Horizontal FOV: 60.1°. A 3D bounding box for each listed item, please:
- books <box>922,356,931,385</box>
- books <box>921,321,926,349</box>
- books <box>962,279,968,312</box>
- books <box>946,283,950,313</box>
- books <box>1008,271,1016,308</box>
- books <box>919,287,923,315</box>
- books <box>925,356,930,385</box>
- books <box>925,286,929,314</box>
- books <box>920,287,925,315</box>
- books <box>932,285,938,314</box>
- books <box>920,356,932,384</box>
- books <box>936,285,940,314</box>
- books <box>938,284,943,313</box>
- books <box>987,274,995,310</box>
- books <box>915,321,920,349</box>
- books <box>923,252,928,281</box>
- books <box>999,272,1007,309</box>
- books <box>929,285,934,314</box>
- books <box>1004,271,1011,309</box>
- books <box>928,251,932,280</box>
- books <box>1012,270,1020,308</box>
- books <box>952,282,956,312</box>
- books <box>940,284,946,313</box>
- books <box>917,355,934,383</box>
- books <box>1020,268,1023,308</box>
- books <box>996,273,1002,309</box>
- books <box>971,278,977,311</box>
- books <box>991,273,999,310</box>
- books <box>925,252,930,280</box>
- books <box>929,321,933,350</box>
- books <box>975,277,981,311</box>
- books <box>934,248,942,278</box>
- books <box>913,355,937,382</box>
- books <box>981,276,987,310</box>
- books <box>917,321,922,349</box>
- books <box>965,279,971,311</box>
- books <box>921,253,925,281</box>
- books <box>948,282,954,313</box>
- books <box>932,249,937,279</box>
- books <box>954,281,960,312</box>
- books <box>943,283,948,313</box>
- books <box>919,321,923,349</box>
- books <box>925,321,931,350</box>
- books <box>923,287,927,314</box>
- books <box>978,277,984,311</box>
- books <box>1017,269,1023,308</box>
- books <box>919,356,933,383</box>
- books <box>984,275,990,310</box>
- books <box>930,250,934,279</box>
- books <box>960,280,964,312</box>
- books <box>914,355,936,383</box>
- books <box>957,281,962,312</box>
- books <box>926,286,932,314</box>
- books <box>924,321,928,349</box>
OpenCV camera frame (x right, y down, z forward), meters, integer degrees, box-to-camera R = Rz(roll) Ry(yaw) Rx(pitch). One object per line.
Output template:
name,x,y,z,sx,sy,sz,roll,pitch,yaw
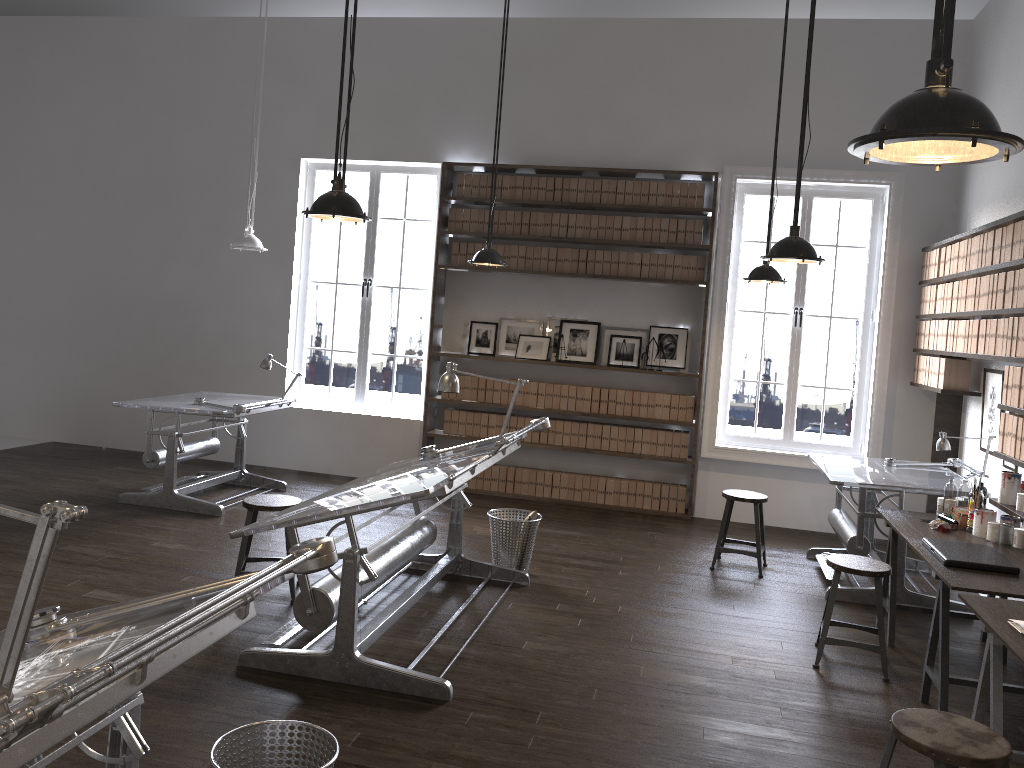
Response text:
books,3.287,-0.097,6.860,0.175,0.225,0.067,5,2,12
books,3.340,-0.381,6.996,0.174,0.225,0.067,5,2,12
books,3.135,-0.585,5.955,0.175,0.225,0.067,5,2,12
books,3.232,-0.610,6.373,0.175,0.225,0.067,5,2,12
books,2.944,-0.531,5.059,0.174,0.225,0.067,5,2,12
books,3.404,-0.665,7.174,0.175,0.225,0.067,5,2,12
books,3.275,-0.092,6.788,0.174,0.225,0.067,5,2,12
books,3.360,-0.653,6.973,0.175,0.225,0.067,5,2,12
books,3.386,-0.661,7.106,0.175,0.225,0.067,5,2,12
books,3.318,-0.640,6.772,0.174,0.225,0.067,5,2,12
books,3.302,-0.101,6.931,0.175,0.225,0.067,5,2,12
books,3.287,-0.627,6.641,0.174,0.225,0.067,5,2,12
books,3.268,-0.623,6.571,0.175,0.225,0.067,5,2,12
books,3.017,-0.552,5.411,0.175,0.225,0.067,5,2,12
books,3.383,-0.394,7.200,0.175,0.225,0.067,5,2,12
books,3.406,-0.937,7.107,0.175,0.225,0.067,5,2,12
books,2.974,-0.539,5.202,0.175,0.225,0.067,5,2,12
books,3.333,-0.644,6.842,0.175,0.225,0.067,5,2,12
books,2.963,-0.534,5.128,0.175,0.225,0.067,5,2,12
books,3.383,-0.928,6.966,0.174,0.225,0.067,5,2,12
books,2.933,-0.526,4.989,0.174,0.225,0.067,5,2,12
books,3.201,-0.601,6.227,0.175,0.225,0.067,5,2,12
books,3.253,-0.618,6.500,0.175,0.225,0.067,5,2,12
books,3.336,-0.108,7.055,0.175,0.225,0.067,5,2,12
books,2.898,-0.518,4.855,0.175,0.225,0.067,5,2,12
books,2.995,-0.543,5.273,0.175,0.225,0.067,5,2,12
books,3.094,-0.573,5.757,0.175,0.225,0.067,5,2,12
books,3.008,-0.548,5.348,0.175,0.225,0.067,5,2,12
books,3.394,-0.933,7.035,0.174,0.225,0.067,5,2,12
books,3.299,-0.368,6.779,0.175,0.225,0.067,5,2,12
books,3.083,-0.569,5.687,0.175,0.225,0.067,5,2,12
books,3.335,-0.916,6.759,0.175,0.225,0.067,5,2,12
books,3.367,-0.117,7.201,0.175,0.225,0.067,5,2,12
books,3.051,-0.560,5.551,0.174,0.225,0.067,5,2,12
books,3.374,-0.389,7.133,0.175,0.225,0.067,5,2,12
books,3.126,-0.581,5.889,0.175,0.225,0.067,5,2,12
books,3.421,-0.942,7.178,0.175,0.225,0.067,5,2,12
books,3.211,-0.606,6.302,0.175,0.225,0.067,5,2,12
books,3.348,-0.921,6.831,0.175,0.225,0.067,5,2,12
books,3.181,-0.598,6.159,0.174,0.225,0.067,5,2,12
books,3.244,-0.614,6.438,0.175,0.225,0.067,5,2,12
books,3.359,-0.385,7.064,0.174,0.225,0.067,5,2,12
books,3.309,-0.373,6.853,0.175,0.225,0.067,5,2,12
books,3.372,-0.656,7.035,0.175,0.225,0.067,5,2,12
books,3.070,-0.564,5.619,0.174,0.225,0.067,5,2,12
books,2.918,-0.522,4.920,0.175,0.225,0.067,5,2,12
books,3.320,-0.104,6.991,0.175,0.225,0.067,5,2,12
books,3.033,-0.556,5.481,0.175,0.225,0.067,5,2,12
books,3.367,-0.924,6.899,0.175,0.225,0.067,5,2,12
books,3.155,-0.589,6.019,0.175,0.225,0.067,5,2,12
books,3.346,-0.113,7.129,0.175,0.225,0.067,5,2,12
books,3.170,-0.593,6.089,0.174,0.225,0.067,5,2,12
books,3.342,-0.649,6.909,0.175,0.225,0.067,5,2,12
books,3.330,-0.377,6.925,0.175,0.225,0.067,5,2,12
